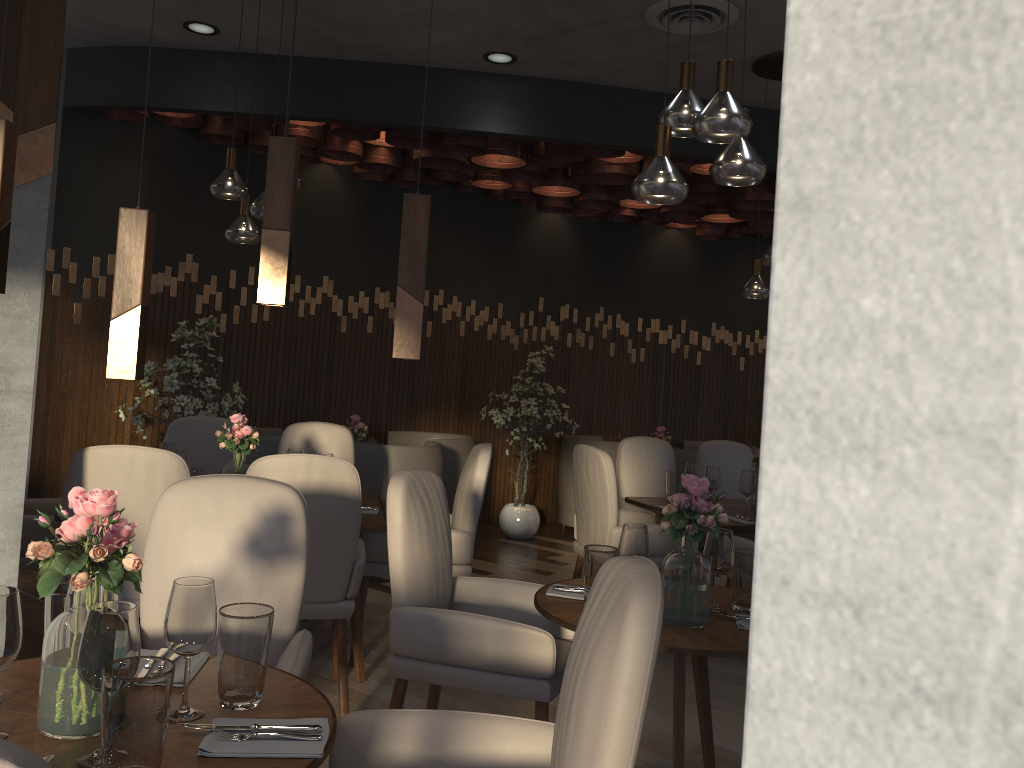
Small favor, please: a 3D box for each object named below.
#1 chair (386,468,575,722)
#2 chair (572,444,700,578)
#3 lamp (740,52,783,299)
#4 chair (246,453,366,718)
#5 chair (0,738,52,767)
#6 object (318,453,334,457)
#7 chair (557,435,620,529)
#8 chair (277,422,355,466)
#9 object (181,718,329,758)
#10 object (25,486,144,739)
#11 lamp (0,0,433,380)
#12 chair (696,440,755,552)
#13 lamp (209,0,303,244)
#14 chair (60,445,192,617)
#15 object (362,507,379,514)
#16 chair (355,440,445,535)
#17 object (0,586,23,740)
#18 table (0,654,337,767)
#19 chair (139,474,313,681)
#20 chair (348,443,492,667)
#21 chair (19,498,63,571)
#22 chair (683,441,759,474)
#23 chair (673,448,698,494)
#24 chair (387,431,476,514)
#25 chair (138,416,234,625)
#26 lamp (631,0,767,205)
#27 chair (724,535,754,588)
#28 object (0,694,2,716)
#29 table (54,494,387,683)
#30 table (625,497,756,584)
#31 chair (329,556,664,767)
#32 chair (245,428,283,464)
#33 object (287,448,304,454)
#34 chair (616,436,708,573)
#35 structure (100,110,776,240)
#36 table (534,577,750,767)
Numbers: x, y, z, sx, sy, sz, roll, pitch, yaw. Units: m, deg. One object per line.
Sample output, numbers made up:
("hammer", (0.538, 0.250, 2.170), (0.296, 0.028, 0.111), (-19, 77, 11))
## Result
("chair", (-0.102, 0.793, 2.806), (0.600, 1.001, 0.527), (4, -1, 15))
("chair", (0.618, 0.832, 4.709), (0.599, 1.001, 0.528), (4, -1, -21))
("lamp", (1.544, -1.145, 5.007), (0.439, 1.327, 0.439), (3, -2, 43))
("chair", (-0.835, 0.741, 3.416), (0.528, 1.001, 0.599), (4, -1, -14))
("chair", (-0.640, 0.766, 0.957), (0.528, 1.001, 0.599), (4, -1, -9))
("object", (-0.875, 0.445, 4.119), (0.092, 0.245, 0.092), (3, -2, 41))
("chair", (0.708, 0.903, 7.912), (0.595, 0.838, 0.774), (4, -1, -22))
("chair", (-1.081, 0.718, 4.719), (0.528, 1.001, 0.599), (4, -1, -8))
("object", (-0.445, 0.602, 1.529), (0.255, 0.019, 0.157), (4, 0, -7))
("object", (-0.738, 0.384, 1.530), (0.197, 0.416, 0.210), (5, -2, -39))
("lamp", (-0.619, -0.972, 1.594), (1.161, 1.933, 0.118), (4, -2, -7))
("chair", (1.471, 0.885, 5.709), (0.528, 1.001, 0.599), (4, -1, -16))
("lamp", (-1.132, -1.320, 4.062), (0.439, 1.327, 0.439), (3, -2, 23))
("chair", (-1.389, 0.704, 3.313), (0.528, 1.001, 0.599), (4, -1, -8))
("object", (-0.735, 0.567, 4.040), (0.255, 0.019, 0.157), (4, 0, -7))
("chair", (-0.796, 0.811, 5.967), (0.773, 0.838, 0.595), (4, -1, -32))
("object", (-0.859, 0.462, 1.455), (0.092, 0.245, 0.092), (5, -2, -44))
("table", (-0.751, 0.923, 1.534), (0.833, 0.663, 0.834), (4, -1, -32))
("chair", (-0.764, 0.752, 2.147), (0.528, 1.001, 0.599), (4, -1, -5))
("chair", (-0.425, 0.765, 4.183), (0.599, 1.001, 0.528), (4, -1, -9))
("chair", (-2.040, 0.658, 3.844), (0.599, 1.001, 0.528), (4, -1, -14))
("chair", (1.980, 0.987, 8.284), (0.595, 0.838, 0.774), (4, -1, -17))
("chair", (1.518, 0.960, 7.477), (0.774, 0.838, 0.595), (4, -1, -12))
("chair", (-0.600, 0.820, 6.966), (0.594, 0.838, 0.775), (5, -1, -37))
("chair", (-1.636, 0.681, 4.594), (0.528, 1.001, 0.599), (4, -1, -16))
("lamp", (0.604, -1.197, 2.671), (0.439, 1.327, 0.439), (5, -2, -44))
("chair", (1.345, 0.883, 4.265), (0.528, 1.001, 0.599), (4, -1, -16))
("object", (-1.006, 0.565, 1.542), (0.255, 0.019, 0.157), (4, 0, -1))
("table", (-1.255, 0.876, 4.001), (1.306, 0.666, 0.964), (4, 0, -11))
("table", (1.391, 1.049, 4.970), (1.306, 0.666, 0.965), (4, 0, -18))
("chair", (-0.069, 0.801, 1.573), (0.599, 1.001, 0.528), (4, -1, -2))
("chair", (-1.706, 0.749, 6.147), (0.594, 0.838, 0.775), (5, -1, -42))
("object", (-1.041, 0.433, 4.229), (0.092, 0.245, 0.092), (3, -2, 34))
("chair", (0.937, 0.850, 5.516), (0.528, 1.001, 0.600), (4, -1, -23))
("structure", (1.752, -1.676, 7.416), (9.444, 0.557, 2.756), (4, 0, -22))
("table", (0.460, 1.000, 2.639), (0.834, 0.663, 0.833), (4, 0, 13))
